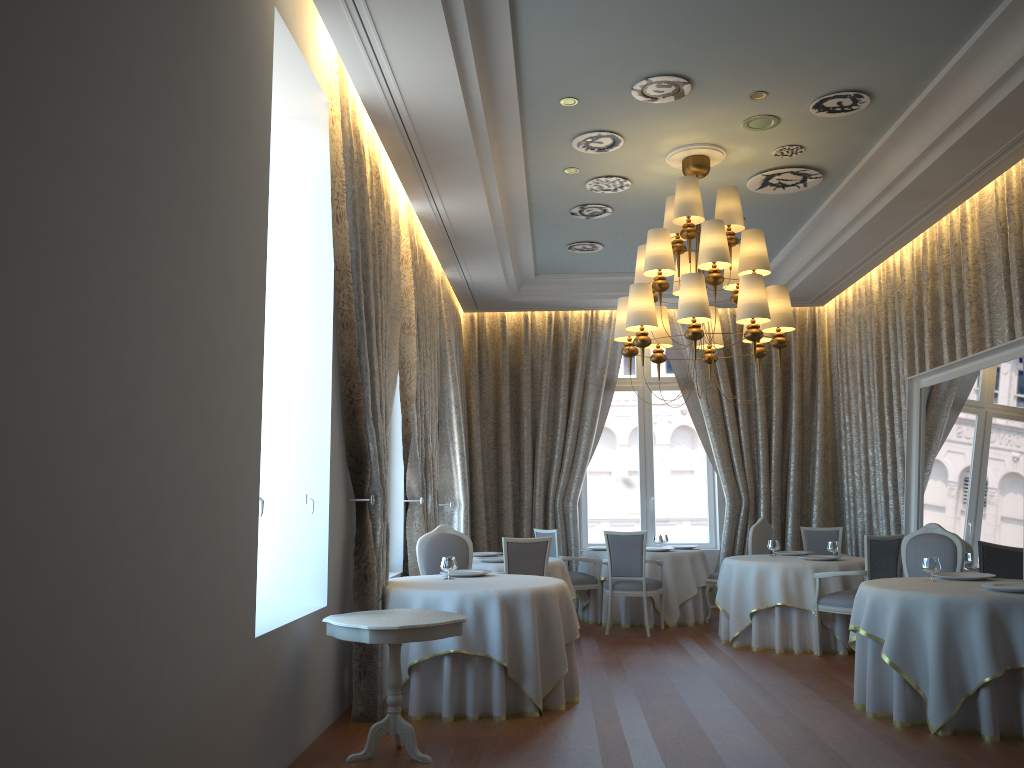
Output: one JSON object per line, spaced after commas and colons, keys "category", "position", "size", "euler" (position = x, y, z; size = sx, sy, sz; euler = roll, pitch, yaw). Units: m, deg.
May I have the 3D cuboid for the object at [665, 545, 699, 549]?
{"category": "object", "position": [2.106, 2.025, 11.001], "size": [0.419, 0.036, 0.419], "euler": [-1, -8, 1]}

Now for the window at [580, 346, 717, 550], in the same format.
{"category": "window", "position": [1.878, 0.654, 12.487], "size": [1.881, 3.306, 0.196], "euler": [-1, -8, 3]}

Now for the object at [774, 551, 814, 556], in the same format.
{"category": "object", "position": [3.034, 1.821, 9.539], "size": [0.419, 0.036, 0.419], "euler": [-1, -8, 1]}

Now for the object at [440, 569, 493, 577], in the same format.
{"category": "object", "position": [-0.365, 1.510, 7.068], "size": [0.419, 0.036, 0.419], "euler": [-1, -8, 1]}

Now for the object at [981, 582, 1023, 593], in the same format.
{"category": "object", "position": [3.200, 1.290, 5.610], "size": [0.419, 0.036, 0.419], "euler": [-1, -8, 1]}

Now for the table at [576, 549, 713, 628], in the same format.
{"category": "table", "position": [1.631, 2.485, 10.921], "size": [1.667, 0.890, 1.663], "euler": [-3, -8, 21]}

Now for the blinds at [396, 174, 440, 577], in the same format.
{"category": "blinds", "position": [-0.880, 0.234, 8.991], "size": [0.335, 4.969, 2.257], "euler": [-1, -8, 3]}

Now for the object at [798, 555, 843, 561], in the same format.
{"category": "object", "position": [3.034, 1.712, 8.726], "size": [0.419, 0.036, 0.419], "euler": [-1, -8, 1]}

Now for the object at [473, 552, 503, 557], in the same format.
{"category": "object", "position": [-0.302, 1.868, 9.720], "size": [0.419, 0.036, 0.419], "euler": [-1, -8, 1]}

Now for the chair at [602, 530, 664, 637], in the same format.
{"category": "chair", "position": [1.316, 2.171, 9.797], "size": [0.650, 1.108, 0.629], "euler": [-3, -8, 18]}

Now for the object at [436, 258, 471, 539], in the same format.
{"category": "object", "position": [-0.714, 0.571, 11.148], "size": [0.386, 4.901, 2.121], "euler": [-1, -8, 3]}

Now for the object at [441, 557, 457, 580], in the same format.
{"category": "object", "position": [-0.481, 1.406, 6.772], "size": [0.128, 0.165, 0.128], "euler": [2, -8, -15]}

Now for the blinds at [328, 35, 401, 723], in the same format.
{"category": "blinds", "position": [-1.021, -0.095, 6.558], "size": [0.315, 4.930, 2.204], "euler": [-1, -8, 3]}

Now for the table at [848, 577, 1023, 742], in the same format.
{"category": "table", "position": [3.169, 1.810, 5.995], "size": [1.663, 0.890, 1.667], "euler": [1, -8, -8]}

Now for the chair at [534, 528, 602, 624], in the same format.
{"category": "chair", "position": [0.644, 2.279, 10.558], "size": [0.629, 1.108, 0.650], "euler": [4, -9, -32]}

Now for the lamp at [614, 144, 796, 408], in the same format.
{"category": "lamp", "position": [1.562, -0.893, 7.365], "size": [1.373, 2.121, 1.373], "euler": [-7, -10, 40]}

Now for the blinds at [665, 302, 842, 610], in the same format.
{"category": "blinds", "position": [3.250, 0.614, 12.007], "size": [2.476, 4.901, 0.386], "euler": [-1, -8, 3]}

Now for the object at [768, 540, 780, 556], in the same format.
{"category": "object", "position": [2.772, 1.738, 9.388], "size": [0.128, 0.165, 0.128], "euler": [-1, -8, 3]}

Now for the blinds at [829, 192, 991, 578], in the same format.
{"category": "blinds", "position": [4.270, 0.299, 9.853], "size": [0.238, 4.819, 4.439], "euler": [-1, -8, 3]}

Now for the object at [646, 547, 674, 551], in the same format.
{"category": "object", "position": [1.724, 1.966, 10.544], "size": [0.419, 0.036, 0.419], "euler": [-1, -8, 1]}

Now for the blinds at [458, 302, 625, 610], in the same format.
{"category": "blinds", "position": [0.378, 0.652, 12.145], "size": [2.535, 4.901, 0.386], "euler": [-1, -8, 3]}

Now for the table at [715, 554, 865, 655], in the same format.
{"category": "table", "position": [2.937, 2.224, 9.047], "size": [1.663, 0.890, 1.667], "euler": [-3, -8, 16]}

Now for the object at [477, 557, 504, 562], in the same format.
{"category": "object", "position": [-0.142, 1.744, 8.810], "size": [0.419, 0.036, 0.419], "euler": [-1, -8, 1]}

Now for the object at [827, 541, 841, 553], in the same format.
{"category": "object", "position": [3.259, 1.680, 8.979], "size": [0.128, 0.165, 0.128], "euler": [-1, -8, 3]}

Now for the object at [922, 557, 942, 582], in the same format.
{"category": "object", "position": [2.993, 1.323, 6.325], "size": [0.128, 0.165, 0.128], "euler": [-5, -9, 32]}

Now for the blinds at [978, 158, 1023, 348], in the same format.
{"category": "blinds", "position": [4.062, -0.285, 5.524], "size": [0.238, 4.819, 4.439], "euler": [-1, -8, 3]}

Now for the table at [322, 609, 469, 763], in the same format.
{"category": "table", "position": [-0.665, 1.741, 5.065], "size": [0.760, 0.801, 0.761], "euler": [-7, -10, 42]}

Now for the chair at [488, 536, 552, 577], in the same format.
{"category": "chair", "position": [0.031, 1.959, 8.165], "size": [0.650, 1.108, 0.629], "euler": [3, -8, -22]}

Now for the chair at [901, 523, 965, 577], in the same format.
{"category": "chair", "position": [3.162, 1.714, 6.929], "size": [0.690, 1.233, 0.563], "euler": [5, -10, -37]}

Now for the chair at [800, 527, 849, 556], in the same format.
{"category": "chair", "position": [3.579, 2.213, 10.219], "size": [0.650, 1.108, 0.629], "euler": [-4, -8, 23]}

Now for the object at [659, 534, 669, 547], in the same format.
{"category": "object", "position": [1.930, 2.000, 11.286], "size": [0.128, 0.165, 0.128], "euler": [-1, -8, 3]}

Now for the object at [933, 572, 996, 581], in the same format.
{"category": "object", "position": [3.293, 1.405, 6.470], "size": [0.419, 0.036, 0.419], "euler": [-1, -8, 1]}

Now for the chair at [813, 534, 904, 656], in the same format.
{"category": "chair", "position": [3.196, 1.929, 8.099], "size": [0.650, 1.108, 0.629], "euler": [4, -9, -27]}

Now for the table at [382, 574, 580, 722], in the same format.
{"category": "table", "position": [-0.313, 1.914, 6.598], "size": [1.663, 0.890, 1.667], "euler": [1, -8, -8]}

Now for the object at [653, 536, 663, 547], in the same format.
{"category": "object", "position": [1.791, 1.945, 10.870], "size": [0.128, 0.165, 0.128], "euler": [-1, -8, 3]}

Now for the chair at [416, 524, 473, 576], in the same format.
{"category": "chair", "position": [-0.477, 1.808, 7.439], "size": [0.563, 1.233, 0.690], "euler": [3, -8, -22]}

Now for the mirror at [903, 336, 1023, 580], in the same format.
{"category": "mirror", "position": [3.857, 1.060, 7.545], "size": [0.385, 2.564, 2.251], "euler": [-1, -8, 3]}

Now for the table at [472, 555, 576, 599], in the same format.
{"category": "table", "position": [-0.180, 2.266, 9.210], "size": [1.667, 0.890, 1.663], "euler": [0, -8, -3]}

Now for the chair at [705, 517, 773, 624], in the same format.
{"category": "chair", "position": [2.682, 2.192, 10.438], "size": [0.690, 1.233, 0.563], "euler": [-7, -10, 42]}

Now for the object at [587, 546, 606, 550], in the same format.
{"category": "object", "position": [1.128, 2.013, 10.862], "size": [0.419, 0.036, 0.419], "euler": [-1, -8, 1]}
